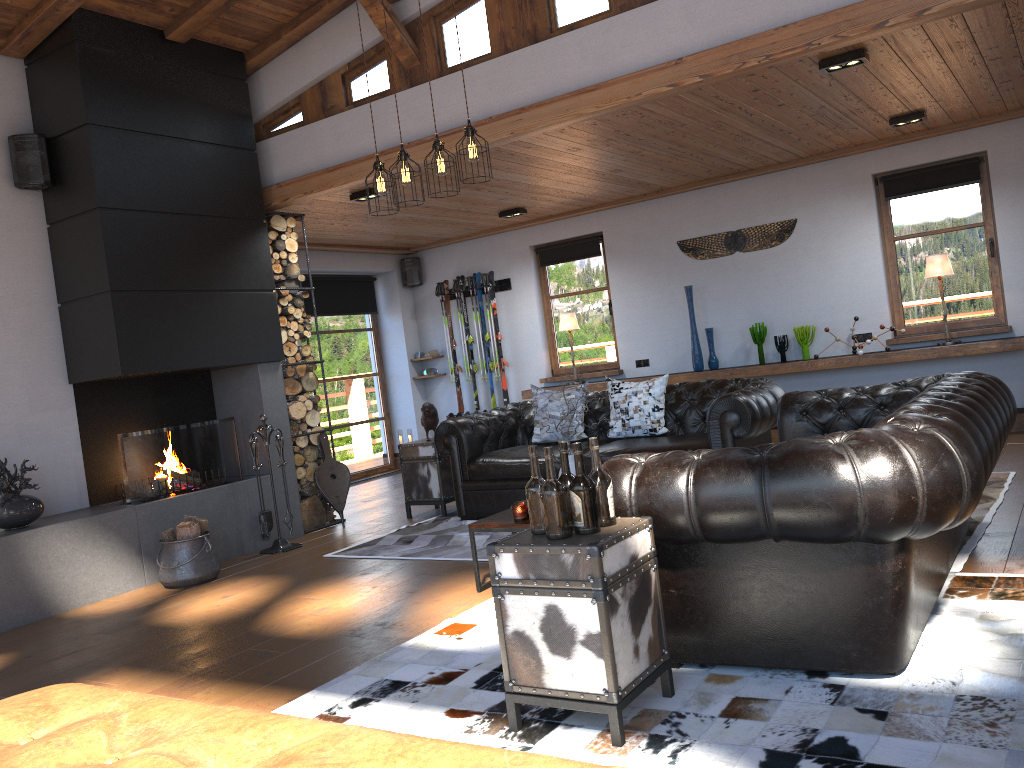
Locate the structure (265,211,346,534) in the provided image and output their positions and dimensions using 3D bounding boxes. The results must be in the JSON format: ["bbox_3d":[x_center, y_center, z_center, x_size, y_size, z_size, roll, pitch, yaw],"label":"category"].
[{"bbox_3d":[-1.917,-0.088,7.406,0.506,2.616,0.508,-7,1,33],"label":"structure"}]

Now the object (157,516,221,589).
[{"bbox_3d":[-2.129,1.093,5.810,0.388,0.431,0.380,-8,1,-31],"label":"object"}]

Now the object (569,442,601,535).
[{"bbox_3d":[0.222,0.326,2.801,0.088,0.286,0.087,-8,1,-17],"label":"object"}]

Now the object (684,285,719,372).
[{"bbox_3d":[1.893,-0.561,8.865,0.275,0.862,0.111,-8,1,-12],"label":"object"}]

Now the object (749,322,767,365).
[{"bbox_3d":[2.413,-0.392,8.628,0.158,0.410,0.146,-7,1,2],"label":"object"}]

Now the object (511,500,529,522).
[{"bbox_3d":[0.129,0.640,4.595,0.304,0.081,0.244,-8,2,-18],"label":"object"}]

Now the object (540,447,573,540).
[{"bbox_3d":[0.131,0.339,2.781,0.089,0.286,0.086,-8,1,-44],"label":"object"}]

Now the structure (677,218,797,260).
[{"bbox_3d":[2.212,-1.410,8.806,1.233,0.240,0.099,-6,1,33],"label":"structure"}]

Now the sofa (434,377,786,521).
[{"bbox_3d":[0.781,0.478,6.653,2.536,0.838,1.254,-6,2,32],"label":"sofa"}]

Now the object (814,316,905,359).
[{"bbox_3d":[3.167,-0.446,8.121,0.527,0.349,0.639,-8,2,-30],"label":"object"}]

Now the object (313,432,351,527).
[{"bbox_3d":[-1.492,0.785,7.333,0.262,0.795,0.269,-7,1,17],"label":"object"}]

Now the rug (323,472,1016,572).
[{"bbox_3d":[1.015,0.862,5.979,3.996,0.053,2.461,-6,2,34],"label":"rug"}]

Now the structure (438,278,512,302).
[{"bbox_3d":[-0.520,-1.104,10.472,1.038,0.135,0.323,-6,2,33],"label":"structure"}]

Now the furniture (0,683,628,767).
[{"bbox_3d":[-0.701,1.008,1.759,2.727,0.436,1.189,-6,2,33],"label":"furniture"}]

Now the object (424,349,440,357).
[{"bbox_3d":[-0.977,-0.376,10.880,0.158,0.084,0.192,-6,2,32],"label":"object"}]

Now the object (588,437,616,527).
[{"bbox_3d":[0.282,0.316,2.886,0.087,0.286,0.088,-7,1,10],"label":"object"}]

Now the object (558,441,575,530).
[{"bbox_3d":[0.184,0.329,2.891,0.087,0.286,0.088,-7,1,11],"label":"object"}]

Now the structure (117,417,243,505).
[{"bbox_3d":[-2.328,0.546,6.440,0.181,0.514,0.994,-7,2,33],"label":"structure"}]

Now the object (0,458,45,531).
[{"bbox_3d":[-3.095,0.667,5.470,0.345,0.455,0.330,-8,1,-31],"label":"object"}]

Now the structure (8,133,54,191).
[{"bbox_3d":[-3.244,-1.499,5.983,0.211,0.349,0.216,-7,1,33],"label":"structure"}]

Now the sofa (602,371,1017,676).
[{"bbox_3d":[1.481,0.464,3.880,1.225,0.838,2.596,-7,2,33],"label":"sofa"}]

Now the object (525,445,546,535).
[{"bbox_3d":[0.086,0.342,2.888,0.086,0.286,0.089,-6,1,43],"label":"object"}]

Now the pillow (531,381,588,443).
[{"bbox_3d":[0.369,0.209,6.948,0.522,0.469,0.287,-6,1,36],"label":"pillow"}]

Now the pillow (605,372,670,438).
[{"bbox_3d":[0.930,0.147,6.584,0.522,0.469,0.287,-6,1,36],"label":"pillow"}]

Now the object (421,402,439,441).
[{"bbox_3d":[-0.669,0.305,7.265,0.150,0.319,0.246,-8,1,-15],"label":"object"}]

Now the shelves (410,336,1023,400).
[{"bbox_3d":[1.602,-0.127,9.231,6.565,0.988,0.619,-6,2,33],"label":"shelves"}]

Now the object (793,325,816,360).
[{"bbox_3d":[2.795,-0.397,8.459,0.183,0.332,0.198,-8,1,-7],"label":"object"}]

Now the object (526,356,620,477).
[{"bbox_3d":[0.316,0.241,4.914,0.612,0.808,0.411,-6,2,44],"label":"object"}]

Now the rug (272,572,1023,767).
[{"bbox_3d":[0.202,1.057,2.748,2.403,0.053,3.854,-6,2,34],"label":"rug"}]

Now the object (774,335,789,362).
[{"bbox_3d":[2.609,-0.341,8.567,0.129,0.260,0.123,-7,1,3],"label":"object"}]

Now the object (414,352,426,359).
[{"bbox_3d":[-1.124,-0.360,10.976,0.187,0.084,0.161,-6,2,32],"label":"object"}]

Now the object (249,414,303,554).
[{"bbox_3d":[-1.777,0.726,6.567,0.309,1.017,0.306,-8,1,-11],"label":"object"}]
